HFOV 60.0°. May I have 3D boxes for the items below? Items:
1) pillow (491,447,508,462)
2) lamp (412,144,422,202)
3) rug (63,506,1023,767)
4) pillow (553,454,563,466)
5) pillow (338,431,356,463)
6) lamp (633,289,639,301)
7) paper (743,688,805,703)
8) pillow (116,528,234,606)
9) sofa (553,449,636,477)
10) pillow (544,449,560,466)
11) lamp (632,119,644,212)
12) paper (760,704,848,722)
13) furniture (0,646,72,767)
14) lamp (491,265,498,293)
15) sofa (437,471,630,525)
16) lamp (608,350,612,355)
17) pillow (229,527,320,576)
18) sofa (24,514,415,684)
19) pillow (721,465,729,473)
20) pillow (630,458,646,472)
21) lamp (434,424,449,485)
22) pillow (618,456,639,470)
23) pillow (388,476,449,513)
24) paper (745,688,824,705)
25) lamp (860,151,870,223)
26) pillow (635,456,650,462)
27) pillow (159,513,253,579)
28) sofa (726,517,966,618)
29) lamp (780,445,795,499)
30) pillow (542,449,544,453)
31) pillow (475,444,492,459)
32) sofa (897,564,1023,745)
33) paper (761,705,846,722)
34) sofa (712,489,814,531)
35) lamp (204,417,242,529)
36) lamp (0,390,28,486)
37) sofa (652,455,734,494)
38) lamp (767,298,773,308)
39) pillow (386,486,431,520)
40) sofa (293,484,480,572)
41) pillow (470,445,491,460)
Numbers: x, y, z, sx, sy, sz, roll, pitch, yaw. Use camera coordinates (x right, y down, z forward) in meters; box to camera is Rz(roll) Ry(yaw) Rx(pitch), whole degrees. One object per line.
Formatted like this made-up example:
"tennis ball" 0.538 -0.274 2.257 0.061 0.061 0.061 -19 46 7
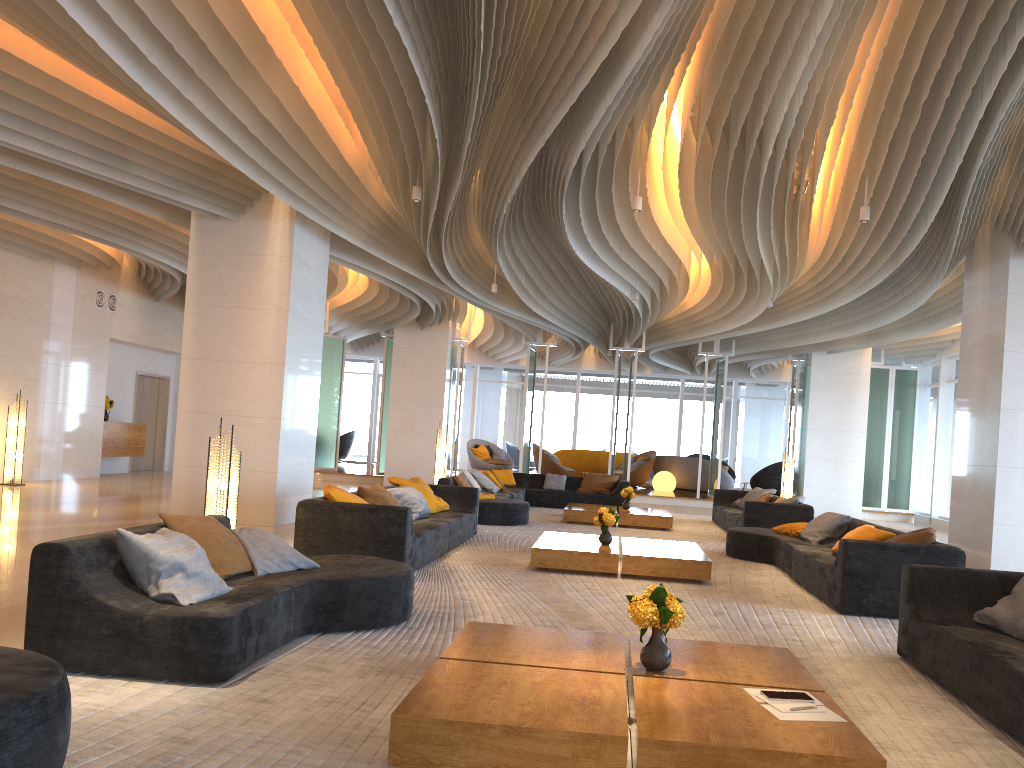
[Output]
"pillow" -0.375 2.005 25.187 0.512 0.408 0.457 5 -3 -27
"lamp" -0.904 -2.580 8.877 0.089 1.504 0.089 4 -1 -3
"rug" 1.082 1.817 8.987 5.491 0.022 16.307 3 -4 7
"pillow" 1.098 1.958 22.966 0.456 0.408 0.512 3 -3 28
"pillow" -5.374 1.878 26.957 1.130 1.004 1.529 4 -3 9
"lamp" 1.977 -2.057 13.850 0.091 1.504 0.087 4 -1 -39
"paper" 1.064 1.228 3.484 0.263 0.001 0.197 4 -4 -3
"pillow" -1.629 0.864 4.307 0.456 0.344 0.566 4 -3 4
"sofa" 2.285 2.284 24.483 2.570 0.900 1.108 4 -3 -5
"pillow" 0.988 1.877 22.287 0.476 0.454 0.616 4 -3 -12
"lamp" 1.274 -2.445 8.706 0.090 1.504 0.088 4 -1 -21
"paper" 1.075 1.214 3.274 0.258 0.001 0.185 4 -4 -8
"furniture" -1.814 1.009 2.531 0.974 0.364 0.995 3 -4 15
"lamp" -0.230 -2.194 14.033 0.091 1.504 0.087 4 -1 -39
"sofa" 0.534 1.811 14.475 2.814 0.652 5.116 3 -4 6
"lamp" 2.492 -1.470 22.209 0.088 1.504 0.090 4 -1 15
"pillow" -1.450 0.985 5.280 0.462 0.246 0.437 1 -4 41
"sofa" -1.342 1.092 4.939 1.350 0.576 2.265 4 -4 6
"pillow" 5.828 2.395 24.761 0.503 0.408 0.465 4 -2 3
"pillow" 3.212 2.081 22.681 0.461 0.408 0.507 4 -3 8
"lamp" -1.219 1.358 15.264 0.249 1.449 0.251 4 -1 6
"pillow" 3.089 2.089 23.350 0.480 0.454 0.610 5 -3 -33
"pillow" -1.047 1.260 10.134 0.539 0.377 0.649 2 -3 28
"paper" 1.067 1.227 3.480 0.257 0.001 0.186 4 -4 -3
"lamp" 3.436 -2.311 8.527 0.089 1.504 0.089 4 -1 -3
"pillow" 3.379 2.072 23.076 0.376 0.422 0.600 4 -3 -15
"pillow" -1.662 0.911 4.953 0.395 0.391 0.609 4 -3 9
"sofa" 3.029 1.636 8.745 1.347 0.582 4.162 4 -4 5
"lamp" 4.884 1.800 15.735 0.249 1.449 0.251 4 -1 6
"pillow" 0.815 1.871 22.648 0.371 0.422 0.608 4 -3 5
"pillow" -0.784 1.924 25.085 0.365 0.422 0.618 2 -3 39
"sofa" 2.543 1.244 3.316 1.327 0.581 4.224 3 -4 13
"paper" 1.075 1.215 3.274 0.261 0.001 0.189 4 -4 -7
"sofa" 3.761 2.008 13.636 0.938 0.581 3.797 4 -4 7
"lamp" -2.184 0.851 6.675 0.249 1.197 0.251 4 -1 6
"lamp" -7.545 0.813 13.479 0.249 1.449 0.251 4 -1 6
"sofa" 4.580 2.326 22.788 1.130 0.900 2.519 6 -4 -34
"lamp" 4.019 -1.930 13.684 0.091 1.504 0.087 4 -1 -39
"pillow" -1.082 1.257 9.231 0.418 0.376 0.590 4 -3 8
"sofa" -1.074 1.365 8.834 0.938 0.581 3.797 4 -4 7
"pillow" -0.852 1.911 24.683 0.466 0.454 0.630 3 -3 22
